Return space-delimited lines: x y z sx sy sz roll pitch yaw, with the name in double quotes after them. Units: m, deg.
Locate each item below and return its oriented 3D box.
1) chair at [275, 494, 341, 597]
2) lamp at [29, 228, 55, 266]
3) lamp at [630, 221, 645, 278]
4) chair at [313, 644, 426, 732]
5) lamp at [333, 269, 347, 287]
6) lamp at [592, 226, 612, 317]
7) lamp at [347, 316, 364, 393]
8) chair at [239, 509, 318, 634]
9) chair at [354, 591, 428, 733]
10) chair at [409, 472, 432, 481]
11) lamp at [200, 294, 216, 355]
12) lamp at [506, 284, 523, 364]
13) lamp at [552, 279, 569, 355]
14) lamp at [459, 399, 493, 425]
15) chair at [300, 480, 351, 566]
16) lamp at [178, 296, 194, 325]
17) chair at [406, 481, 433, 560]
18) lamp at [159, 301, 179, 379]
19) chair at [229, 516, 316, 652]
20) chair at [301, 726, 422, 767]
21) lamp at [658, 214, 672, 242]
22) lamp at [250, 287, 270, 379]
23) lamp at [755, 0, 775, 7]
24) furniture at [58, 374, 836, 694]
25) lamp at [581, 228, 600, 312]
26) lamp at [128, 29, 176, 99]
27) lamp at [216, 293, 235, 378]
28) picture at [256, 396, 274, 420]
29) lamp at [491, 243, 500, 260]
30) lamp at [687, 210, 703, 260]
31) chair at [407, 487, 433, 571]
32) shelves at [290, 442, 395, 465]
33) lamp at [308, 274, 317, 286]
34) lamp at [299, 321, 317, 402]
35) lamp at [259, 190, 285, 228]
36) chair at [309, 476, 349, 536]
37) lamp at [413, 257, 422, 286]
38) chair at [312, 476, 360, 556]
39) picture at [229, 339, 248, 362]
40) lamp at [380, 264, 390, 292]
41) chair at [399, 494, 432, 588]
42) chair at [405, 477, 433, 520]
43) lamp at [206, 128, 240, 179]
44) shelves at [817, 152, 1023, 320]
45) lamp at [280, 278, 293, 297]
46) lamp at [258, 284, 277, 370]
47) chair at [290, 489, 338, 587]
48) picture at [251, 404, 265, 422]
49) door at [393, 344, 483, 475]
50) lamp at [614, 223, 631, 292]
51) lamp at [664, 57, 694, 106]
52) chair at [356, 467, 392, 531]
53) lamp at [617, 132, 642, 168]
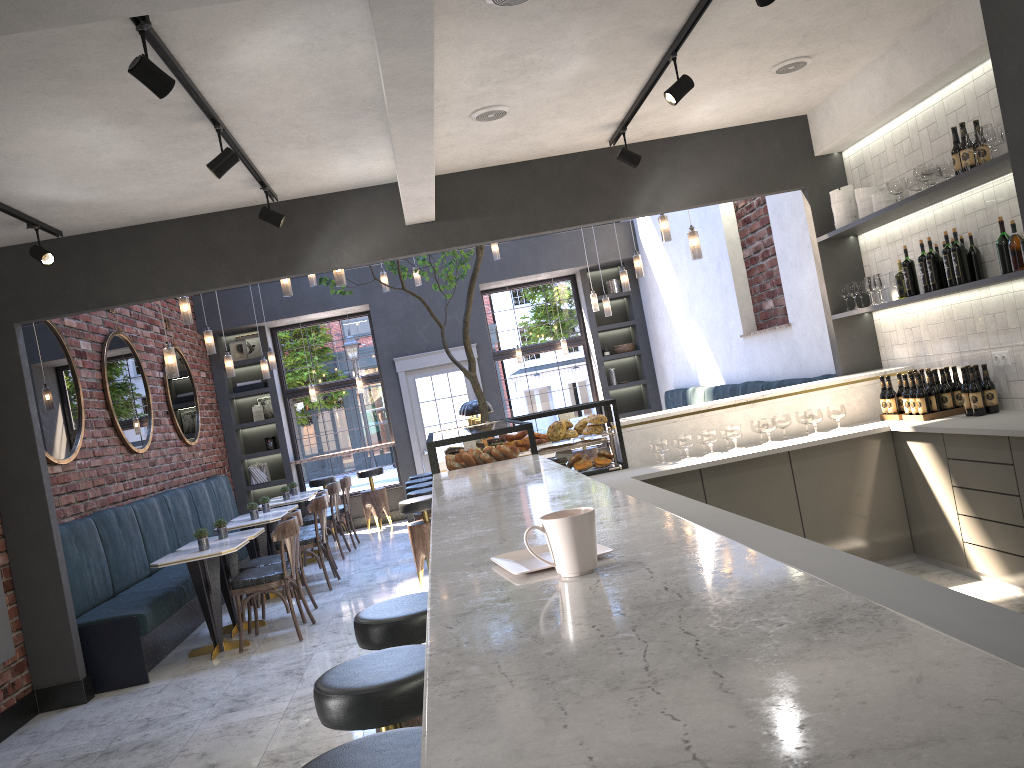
-1.930 1.506 8.327 0.521 0.851 0.538 -11 0 -4 "chair"
-2.811 -0.813 5.290 0.157 0.235 0.087 -11 0 36 "lamp"
0.871 -3.054 8.625 0.078 4.105 0.078 -10 0 -43 "lamp"
-0.257 1.130 2.294 0.370 0.821 0.372 -11 0 4 "chair"
-1.639 -2.743 6.549 0.078 4.105 0.078 -11 0 25 "lamp"
0.754 -2.812 10.401 0.078 4.105 0.078 -11 0 -20 "lamp"
-2.228 -0.580 12.339 0.078 1.429 0.078 -10 0 -43 "lamp"
-1.886 1.482 7.125 0.521 0.851 0.538 -11 0 -4 "chair"
-0.279 1.143 2.980 0.371 0.821 0.371 -10 0 -43 "chair"
-0.950 1.408 10.289 0.372 0.737 0.370 -11 0 38 "chair"
-3.174 -2.296 8.263 0.078 4.105 0.078 -11 0 2 "lamp"
-0.008 -0.996 12.538 0.078 1.429 0.078 -10 0 -43 "lamp"
0.635 -1.116 12.595 0.078 1.429 0.078 -11 0 25 "lamp"
-0.945 -1.010 5.299 4.180 3.256 8.841 -10 -1 -22 "lamp"
-2.147 1.570 10.095 0.521 0.851 0.538 -11 0 -4 "chair"
-2.975 -2.497 7.117 0.078 4.105 0.078 -11 0 -20 "lamp"
-0.821 1.365 8.892 0.372 0.737 0.370 -11 0 38 "chair"
-2.830 -2.062 6.433 0.078 4.105 0.078 -11 0 -20 "lamp"
-1.778 1.454 6.554 0.521 0.851 0.538 -11 0 -4 "chair"
-0.172 1.106 1.643 0.372 0.821 0.370 -11 0 38 "chair"
0.938 -3.229 7.534 0.078 4.105 0.078 -11 0 -20 "lamp"
-3.167 -2.077 10.090 0.078 4.105 0.078 -11 0 -20 "lamp"
0.928 -1.543 3.328 0.088 0.235 0.157 -11 0 34 "lamp"
-0.466 1.086 8.805 6.020 1.151 5.342 -11 -1 -5 "furniture"
0.673 -2.924 11.063 0.078 4.105 0.078 -11 0 -20 "lamp"
-1.279 -1.131 3.131 0.088 0.238 0.157 -11 0 34 "lamp"
-3.193 -2.088 8.903 0.078 4.105 0.078 -11 0 2 "lamp"
-3.426 0.338 12.409 0.247 0.326 0.044 -11 0 -5 "picture"
-0.553 -3.470 10.342 0.078 4.105 0.078 -11 0 -20 "lamp"
1.049 -2.979 6.837 0.078 4.105 0.078 -11 0 -20 "lamp"
-0.728 1.338 8.198 0.372 0.737 0.370 -11 0 22 "chair"
-0.873 0.686 12.435 4.402 0.043 0.384 -11 -1 -5 "shelves"
-2.556 -3.096 9.728 0.078 4.105 0.078 -11 0 -20 "lamp"
-2.872 -0.459 12.281 0.078 1.429 0.078 -11 0 25 "lamp"
-1.474 -1.065 5.412 0.157 0.238 0.087 -11 0 -11 "lamp"
-2.501 1.680 12.028 0.370 0.821 0.372 -10 0 -43 "chair"
-1.517 -3.220 10.830 0.078 4.105 0.078 -11 0 -20 "lamp"
-2.130 1.574 10.678 0.521 0.851 0.497 -11 0 -6 "chair"
-3.807 -0.455 12.348 0.230 0.313 0.061 -11 0 -5 "picture"
-1.819 -3.078 10.171 0.078 4.105 0.078 -11 0 -20 "lamp"
-0.710 1.326 7.493 0.372 0.737 0.370 -11 0 38 "chair"
-0.909 1.391 9.579 0.370 0.737 0.372 -11 0 -14 "chair"
-1.383 -1.097 4.221 0.157 0.238 0.087 -11 0 -11 "lamp"
2.487 -0.814 4.429 0.300 0.580 3.601 -11 -1 -5 "shelves"
-2.237 -2.748 7.367 0.078 4.105 0.078 -11 0 25 "lamp"
-3.241 -2.191 10.662 0.078 4.105 0.078 -11 0 -20 "lamp"
-2.046 1.536 8.951 0.521 0.851 0.539 -11 0 -12 "chair"
-3.541 0.410 12.373 0.161 0.227 0.049 -11 0 -5 "picture"
-0.831 0.652 11.907 1.132 2.219 0.152 -11 0 -5 "door"
0.822 -2.988 9.294 0.078 4.105 0.078 -10 0 -43 "lamp"
0.824 -1.509 4.419 0.157 0.235 0.087 -11 0 -11 "lamp"
-1.866 1.560 12.062 0.371 0.821 0.371 -10 0 -43 "chair"
0.733 -1.476 5.610 0.157 0.235 0.087 -11 0 -11 "lamp"
